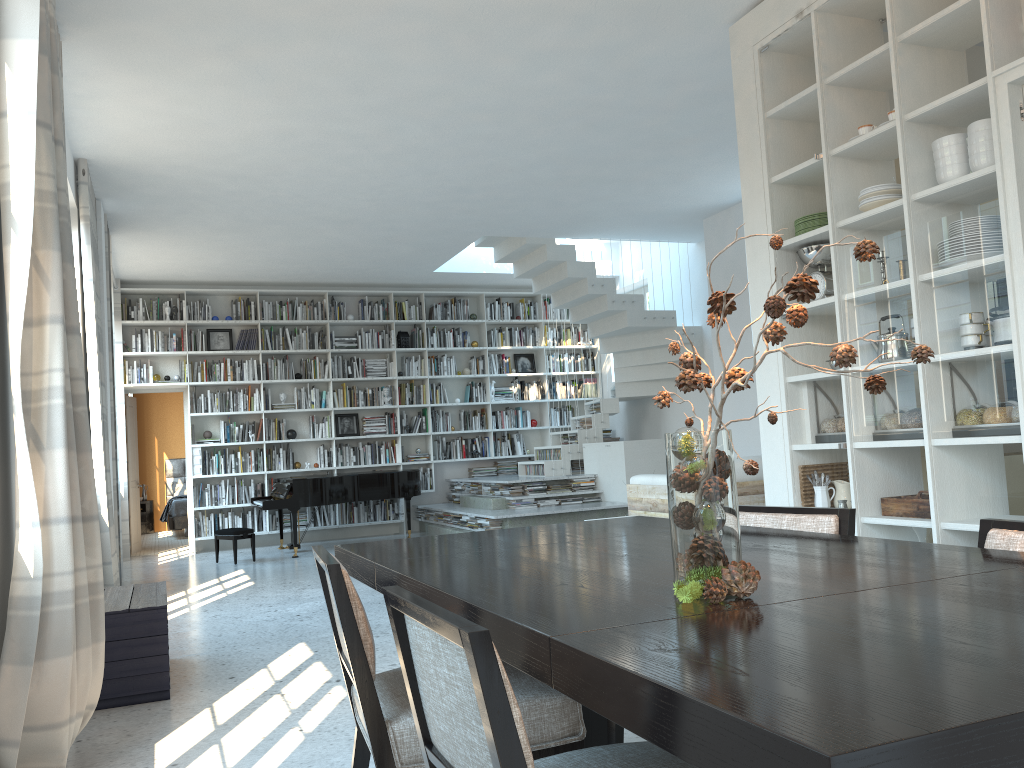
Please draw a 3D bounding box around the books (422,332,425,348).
[{"bbox_3d":[-1.195,-0.561,11.730,0.008,0.213,0.224,-2,-4,-22],"label":"books"}]

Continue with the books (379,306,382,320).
[{"bbox_3d":[-1.726,-0.903,11.546,0.023,0.202,0.193,-2,-4,-22],"label":"books"}]

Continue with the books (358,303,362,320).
[{"bbox_3d":[-1.970,-0.915,11.485,0.012,0.245,0.151,-2,-4,-22],"label":"books"}]

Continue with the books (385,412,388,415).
[{"bbox_3d":[-1.625,0.515,11.516,0.011,0.299,0.130,-2,-4,-22],"label":"books"}]

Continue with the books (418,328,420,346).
[{"bbox_3d":[-1.254,-0.593,11.755,0.013,0.288,0.131,-2,-4,-22],"label":"books"}]

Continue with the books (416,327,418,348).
[{"bbox_3d":[-1.269,-0.595,11.709,0.021,0.288,0.179,-2,-4,-22],"label":"books"}]

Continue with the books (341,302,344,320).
[{"bbox_3d":[-2.182,-0.914,11.387,0.005,0.255,0.168,-2,-4,-22],"label":"books"}]

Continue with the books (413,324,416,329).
[{"bbox_3d":[-1.293,-0.618,11.724,0.025,0.339,0.143,-2,-4,-22],"label":"books"}]

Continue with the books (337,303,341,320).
[{"bbox_3d":[-2.221,-0.908,11.384,0.014,0.248,0.139,-2,-4,-22],"label":"books"}]

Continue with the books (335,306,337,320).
[{"bbox_3d":[-2.271,-0.885,11.370,0.011,0.205,0.145,-2,-4,-22],"label":"books"}]

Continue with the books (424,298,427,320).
[{"bbox_3d":[-1.174,-0.971,11.778,0.019,0.304,0.176,-2,-4,-22],"label":"books"}]

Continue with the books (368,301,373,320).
[{"bbox_3d":[-1.838,-0.931,11.542,0.028,0.269,0.140,-2,-4,-22],"label":"books"}]

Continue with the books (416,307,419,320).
[{"bbox_3d":[-1.270,-0.912,11.752,0.022,0.194,0.182,-2,-4,-22],"label":"books"}]

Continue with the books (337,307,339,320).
[{"bbox_3d":[-2.240,-0.882,11.367,0.023,0.195,0.172,-2,-4,-22],"label":"books"}]

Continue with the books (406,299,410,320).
[{"bbox_3d":[-1.381,-0.961,11.704,0.010,0.297,0.167,-2,-4,-22],"label":"books"}]

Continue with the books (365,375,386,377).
[{"bbox_3d":[-1.773,-0.097,11.488,0.254,0.012,0.161,-2,-4,-19],"label":"books"}]

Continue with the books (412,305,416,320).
[{"bbox_3d":[-1.314,-0.921,11.721,0.031,0.213,0.169,-2,-4,-22],"label":"books"}]

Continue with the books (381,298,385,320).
[{"bbox_3d":[-1.687,-0.955,11.600,0.012,0.308,0.138,-2,-4,-22],"label":"books"}]

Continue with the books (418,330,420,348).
[{"bbox_3d":[-1.251,-0.578,11.724,0.005,0.255,0.159,-2,-4,-22],"label":"books"}]

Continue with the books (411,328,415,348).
[{"bbox_3d":[-1.303,-0.586,11.687,0.021,0.272,0.190,-2,-4,-22],"label":"books"}]

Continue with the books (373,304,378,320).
[{"bbox_3d":[-1.777,-0.917,11.550,0.023,0.236,0.154,-2,-4,-22],"label":"books"}]

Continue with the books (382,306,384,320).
[{"bbox_3d":[-1.698,-0.902,11.598,0.014,0.204,0.135,-2,-4,-22],"label":"books"}]

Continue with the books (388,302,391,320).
[{"bbox_3d":[-1.618,-0.932,11.625,0.022,0.257,0.137,-2,-4,-22],"label":"books"}]

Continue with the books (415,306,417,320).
[{"bbox_3d":[-1.295,-0.915,11.750,0.025,0.203,0.162,-2,-4,-22],"label":"books"}]

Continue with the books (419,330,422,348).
[{"bbox_3d":[-1.225,-0.577,11.720,0.013,0.248,0.186,-2,-4,-22],"label":"books"}]

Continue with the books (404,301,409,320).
[{"bbox_3d":[-1.405,-0.947,11.712,0.030,0.274,0.151,-2,-4,-22],"label":"books"}]

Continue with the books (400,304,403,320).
[{"bbox_3d":[-1.472,-0.926,11.658,0.015,0.233,0.171,-2,-4,-22],"label":"books"}]

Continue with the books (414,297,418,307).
[{"bbox_3d":[-1.264,-0.978,11.778,0.012,0.329,0.128,-2,-4,-22],"label":"books"}]

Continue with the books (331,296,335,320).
[{"bbox_3d":[-2.294,-0.952,11.360,0.014,0.340,0.145,-2,-4,-22],"label":"books"}]

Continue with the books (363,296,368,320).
[{"bbox_3d":[-1.895,-0.961,11.498,0.010,0.331,0.186,-2,-4,-22],"label":"books"}]

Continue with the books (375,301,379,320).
[{"bbox_3d":[-1.757,-0.936,11.544,0.010,0.270,0.180,-2,-4,-22],"label":"books"}]

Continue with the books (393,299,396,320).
[{"bbox_3d":[-1.560,-0.955,11.638,0.007,0.298,0.181,-2,-4,-22],"label":"books"}]

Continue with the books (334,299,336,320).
[{"bbox_3d":[-2.279,-0.931,11.358,0.010,0.296,0.153,-2,-4,-22],"label":"books"}]

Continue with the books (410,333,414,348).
[{"bbox_3d":[-1.320,-0.554,11.712,0.019,0.213,0.156,-2,-4,-22],"label":"books"}]

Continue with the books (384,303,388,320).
[{"bbox_3d":[-1.664,-0.924,11.598,0.028,0.243,0.161,-2,-4,-22],"label":"books"}]

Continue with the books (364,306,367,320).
[{"bbox_3d":[-1.918,-0.898,11.507,0.031,0.208,0.147,-2,-4,-22],"label":"books"}]

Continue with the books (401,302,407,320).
[{"bbox_3d":[-1.435,-0.938,11.677,0.054,0.254,0.191,-2,-4,-22],"label":"books"}]

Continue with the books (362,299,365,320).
[{"bbox_3d":[-1.935,-0.942,11.491,0.011,0.296,0.157,-2,-4,-22],"label":"books"}]

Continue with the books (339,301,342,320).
[{"bbox_3d":[-2.207,-0.917,11.384,0.013,0.264,0.147,-2,-4,-22],"label":"books"}]

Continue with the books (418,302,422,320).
[{"bbox_3d":[-1.231,-0.944,11.753,0.029,0.253,0.186,-2,-4,-22],"label":"books"}]

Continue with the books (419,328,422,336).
[{"bbox_3d":[-1.216,-0.596,11.762,0.005,0.292,0.130,-2,-4,-22],"label":"books"}]

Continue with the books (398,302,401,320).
[{"bbox_3d":[-1.490,-0.939,11.671,0.008,0.262,0.142,-2,-4,-22],"label":"books"}]

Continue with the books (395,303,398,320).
[{"bbox_3d":[-1.531,-0.928,11.627,0.007,0.239,0.191,-2,-4,-22],"label":"books"}]

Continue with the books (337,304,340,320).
[{"bbox_3d":[-2.235,-0.899,11.392,0.006,0.233,0.136,-2,-4,-22],"label":"books"}]

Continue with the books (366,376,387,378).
[{"bbox_3d":[-1.771,-0.085,11.485,0.254,0.012,0.161,-1,-5,-26],"label":"books"}]

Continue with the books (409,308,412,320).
[{"bbox_3d":[-1.361,-0.903,11.704,0.022,0.180,0.173,-2,-4,-22],"label":"books"}]

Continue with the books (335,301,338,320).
[{"bbox_3d":[-2.253,-0.917,11.351,0.011,0.264,0.163,-2,-4,-22],"label":"books"}]

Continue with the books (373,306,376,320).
[{"bbox_3d":[-1.800,-0.900,11.534,0.033,0.202,0.166,-2,-4,-22],"label":"books"}]

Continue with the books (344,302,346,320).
[{"bbox_3d":[-2.154,-0.915,11.400,0.011,0.256,0.143,-2,-4,-22],"label":"books"}]

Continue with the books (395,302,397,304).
[{"bbox_3d":[-1.531,-0.937,11.644,0.006,0.259,0.166,-2,-4,-22],"label":"books"}]

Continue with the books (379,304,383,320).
[{"bbox_3d":[-1.720,-0.916,11.597,0.026,0.233,0.137,-2,-4,-22],"label":"books"}]

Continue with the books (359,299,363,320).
[{"bbox_3d":[-1.954,-0.940,11.475,0.014,0.292,0.176,-2,-4,-22],"label":"books"}]

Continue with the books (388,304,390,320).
[{"bbox_3d":[-1.631,-0.922,11.612,0.014,0.238,0.153,-2,-4,-22],"label":"books"}]

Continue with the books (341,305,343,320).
[{"bbox_3d":[-2.191,-0.895,11.384,0.016,0.219,0.144,-2,-4,-22],"label":"books"}]

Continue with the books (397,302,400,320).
[{"bbox_3d":[-1.507,-0.938,11.656,0.034,0.261,0.157,-2,-4,-22],"label":"books"}]

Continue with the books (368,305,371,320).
[{"bbox_3d":[-1.865,-0.902,11.510,0.050,0.210,0.173,-2,-4,-22],"label":"books"}]

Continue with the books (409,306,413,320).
[{"bbox_3d":[-1.340,-0.914,11.714,0.024,0.201,0.180,-2,-4,-22],"label":"books"}]

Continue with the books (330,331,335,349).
[{"bbox_3d":[-2.288,-0.542,11.297,0.021,0.249,0.192,-2,-4,-22],"label":"books"}]
